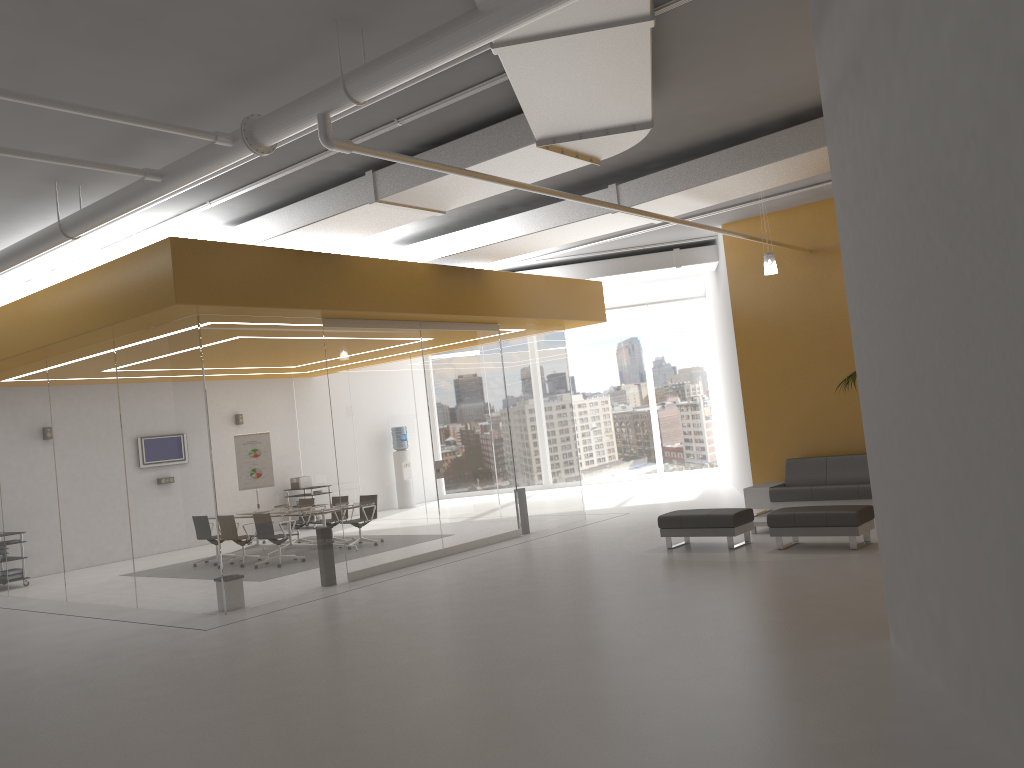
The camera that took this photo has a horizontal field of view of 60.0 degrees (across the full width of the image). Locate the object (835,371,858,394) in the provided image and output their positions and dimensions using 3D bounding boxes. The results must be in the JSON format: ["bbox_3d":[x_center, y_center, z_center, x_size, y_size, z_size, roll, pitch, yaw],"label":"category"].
[{"bbox_3d":[4.338,0.725,10.201,0.912,1.956,1.222,-6,-3,-10],"label":"object"}]

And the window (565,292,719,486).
[{"bbox_3d":[2.078,0.269,22.403,8.533,4.498,0.100,-7,-3,9],"label":"window"}]

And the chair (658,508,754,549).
[{"bbox_3d":[2.345,1.738,10.692,1.012,0.423,0.575,-8,-3,39],"label":"chair"}]

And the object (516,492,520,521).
[{"bbox_3d":[0.141,1.986,13.838,0.124,0.706,0.152,-8,-3,34],"label":"object"}]

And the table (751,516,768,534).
[{"bbox_3d":[3.725,1.753,11.308,1.000,0.150,1.000,-8,-3,39],"label":"table"}]

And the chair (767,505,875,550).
[{"bbox_3d":[3.414,1.579,9.790,1.012,0.423,0.575,-8,-3,39],"label":"chair"}]

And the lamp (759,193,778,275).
[{"bbox_3d":[3.276,-2.029,11.467,0.174,1.227,0.174,-6,-3,-10],"label":"lamp"}]

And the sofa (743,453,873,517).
[{"bbox_3d":[4.524,1.411,12.429,2.400,0.761,0.860,-8,-3,39],"label":"sofa"}]
